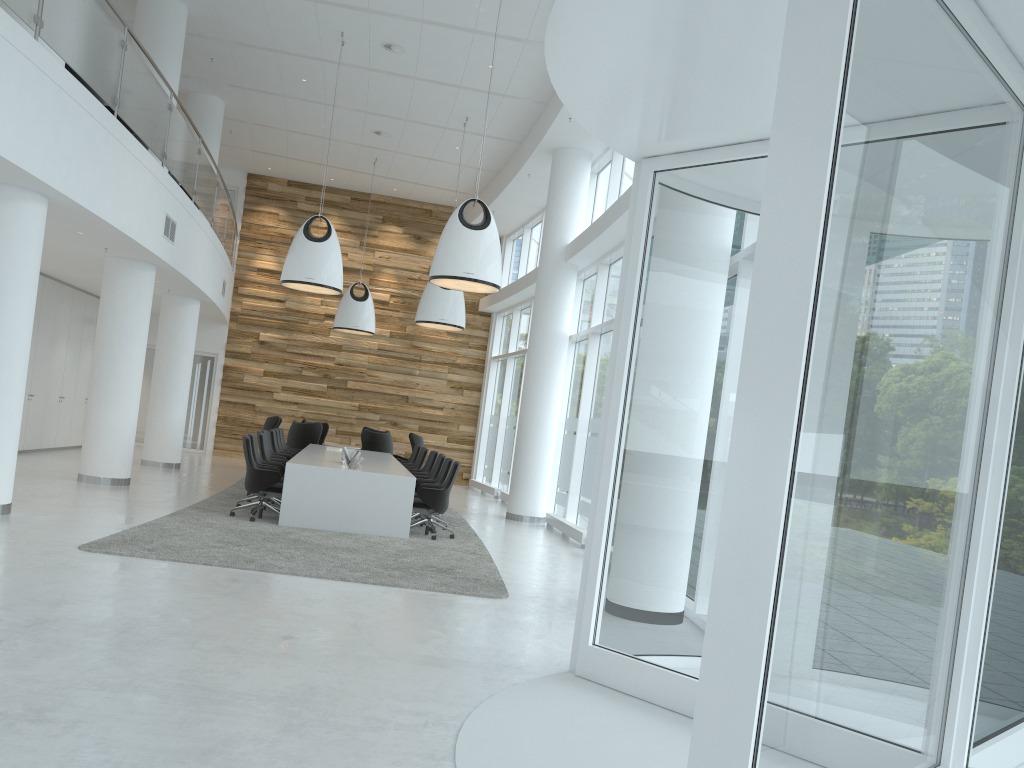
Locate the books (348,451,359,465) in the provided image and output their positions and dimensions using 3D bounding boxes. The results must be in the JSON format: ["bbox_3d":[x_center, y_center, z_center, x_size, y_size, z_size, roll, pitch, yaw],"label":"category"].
[{"bbox_3d":[-2.449,1.144,13.718,0.139,0.229,0.356,7,-2,-10],"label":"books"}]

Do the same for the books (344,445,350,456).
[{"bbox_3d":[-2.996,1.233,16.112,0.153,0.241,0.182,7,-1,-10],"label":"books"}]

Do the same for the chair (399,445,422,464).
[{"bbox_3d":[-2.047,1.589,16.496,0.675,0.966,0.684,8,-1,-16],"label":"chair"}]

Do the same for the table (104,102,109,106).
[{"bbox_3d":[-4.955,-3.044,10.362,0.801,0.754,0.797,8,-1,-20],"label":"table"}]

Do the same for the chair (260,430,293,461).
[{"bbox_3d":[-3.624,1.224,13.684,0.674,0.966,0.685,7,-1,-6],"label":"chair"}]

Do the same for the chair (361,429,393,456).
[{"bbox_3d":[-2.822,1.463,17.668,0.913,1.153,0.918,7,-1,40],"label":"chair"}]

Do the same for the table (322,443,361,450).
[{"bbox_3d":[-3.609,1.637,18.551,0.797,0.696,0.801,7,-2,14],"label":"table"}]

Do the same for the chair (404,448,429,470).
[{"bbox_3d":[-1.751,1.532,14.833,0.675,0.966,0.684,7,-1,-11],"label":"chair"}]

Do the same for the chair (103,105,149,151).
[{"bbox_3d":[-5.050,-3.212,11.232,0.916,1.153,0.915,8,-1,-17],"label":"chair"}]

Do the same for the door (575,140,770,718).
[{"bbox_3d":[2.085,0.316,3.905,2.996,3.111,2.998,7,-1,-1],"label":"door"}]

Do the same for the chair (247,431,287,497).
[{"bbox_3d":[-3.462,1.201,12.916,0.675,0.966,0.684,8,-1,-16],"label":"chair"}]

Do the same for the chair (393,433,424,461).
[{"bbox_3d":[-2.359,1.588,18.817,0.920,1.153,0.911,8,-1,-20],"label":"chair"}]

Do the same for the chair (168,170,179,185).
[{"bbox_3d":[-5.443,-3.147,13.245,0.917,1.153,0.915,8,-1,-22],"label":"chair"}]

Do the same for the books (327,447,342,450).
[{"bbox_3d":[-3.096,1.127,15.470,0.224,0.026,0.264,7,-3,-1],"label":"books"}]

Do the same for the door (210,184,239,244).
[{"bbox_3d":[-7.462,-3.575,20.836,1.807,2.402,0.132,7,1,-8],"label":"door"}]

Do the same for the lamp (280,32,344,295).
[{"bbox_3d":[-2.634,-3.165,12.648,0.880,3.649,0.887,8,1,35],"label":"lamp"}]

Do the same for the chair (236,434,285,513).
[{"bbox_3d":[-3.141,1.156,11.400,0.675,0.966,0.684,7,-1,-11],"label":"chair"}]

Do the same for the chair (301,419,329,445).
[{"bbox_3d":[-4.323,1.371,19.446,0.913,1.153,0.918,7,-1,40],"label":"chair"}]

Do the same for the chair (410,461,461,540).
[{"bbox_3d":[-0.990,1.411,10.994,0.674,0.966,0.685,7,-1,-6],"label":"chair"}]

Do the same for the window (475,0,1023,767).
[{"bbox_3d":[-19.579,-3.382,14.771,62.673,6.142,30.958,6,-4,29],"label":"window"}]

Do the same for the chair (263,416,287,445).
[{"bbox_3d":[-4.715,1.257,18.343,0.920,1.153,0.911,8,-1,-20],"label":"chair"}]

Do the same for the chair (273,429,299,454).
[{"bbox_3d":[-3.862,1.283,15.247,0.675,0.966,0.684,7,-1,-11],"label":"chair"}]

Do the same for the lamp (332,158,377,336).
[{"bbox_3d":[-3.071,-2.887,18.490,0.880,3.649,0.887,8,1,28],"label":"lamp"}]

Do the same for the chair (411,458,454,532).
[{"bbox_3d":[-1.135,1.438,11.794,0.675,0.966,0.684,7,-1,-11],"label":"chair"}]

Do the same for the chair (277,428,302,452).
[{"bbox_3d":[-4.007,1.310,16.047,0.674,0.966,0.685,7,-1,-6],"label":"chair"}]

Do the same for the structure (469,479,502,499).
[{"bbox_3d":[-0.621,2.362,20.014,0.150,0.213,2.685,8,-3,-14],"label":"structure"}]

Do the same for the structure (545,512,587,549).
[{"bbox_3d":[0.816,2.151,13.079,0.150,0.213,2.688,7,-3,-8],"label":"structure"}]

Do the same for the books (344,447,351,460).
[{"bbox_3d":[-2.929,1.230,15.780,0.139,0.223,0.162,7,-1,-10],"label":"books"}]

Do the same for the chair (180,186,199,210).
[{"bbox_3d":[-5.732,-3.088,14.929,0.916,1.153,0.915,8,-1,-20],"label":"chair"}]

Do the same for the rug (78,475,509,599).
[{"bbox_3d":[-2.759,1.837,13.837,3.945,0.010,13.439,8,-3,-10],"label":"rug"}]

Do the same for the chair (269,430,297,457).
[{"bbox_3d":[-3.702,1.258,14.444,0.675,0.966,0.684,7,-1,-11],"label":"chair"}]

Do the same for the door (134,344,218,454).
[{"bbox_3d":[-7.970,0.357,20.883,1.807,2.402,0.132,7,1,-8],"label":"door"}]

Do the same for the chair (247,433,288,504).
[{"bbox_3d":[-3.246,1.189,12.208,0.675,0.966,0.684,7,-1,-11],"label":"chair"}]

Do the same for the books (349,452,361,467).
[{"bbox_3d":[-2.439,1.164,13.740,0.158,0.241,0.352,7,-2,-10],"label":"books"}]

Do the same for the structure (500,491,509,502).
[{"bbox_3d":[0.107,2.280,16.941,0.150,0.213,2.687,7,-3,-12],"label":"structure"}]

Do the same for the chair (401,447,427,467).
[{"bbox_3d":[-1.855,1.565,15.641,0.675,0.966,0.684,7,-1,-11],"label":"chair"}]

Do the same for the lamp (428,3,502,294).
[{"bbox_3d":[-0.336,-2.983,10.636,0.880,3.649,0.887,8,1,35],"label":"lamp"}]

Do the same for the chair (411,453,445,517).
[{"bbox_3d":[-1.373,1.496,13.357,0.674,0.966,0.685,7,-1,-6],"label":"chair"}]

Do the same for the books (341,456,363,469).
[{"bbox_3d":[-2.137,1.100,11.821,0.230,0.275,0.598,7,-3,10],"label":"books"}]

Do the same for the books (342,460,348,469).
[{"bbox_3d":[-2.110,1.085,11.322,0.144,0.226,0.203,7,-1,-11],"label":"books"}]

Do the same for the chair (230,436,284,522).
[{"bbox_3d":[-2.950,1.132,10.546,0.675,0.966,0.684,8,-1,-16],"label":"chair"}]

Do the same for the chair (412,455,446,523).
[{"bbox_3d":[-1.294,1.463,12.597,0.675,0.966,0.684,7,-1,-11],"label":"chair"}]

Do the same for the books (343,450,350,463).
[{"bbox_3d":[-2.611,1.164,14.051,0.154,0.238,0.190,7,-1,-10],"label":"books"}]

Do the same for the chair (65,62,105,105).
[{"bbox_3d":[-4.846,-3.282,9.535,0.916,1.153,0.915,8,-1,-20],"label":"chair"}]

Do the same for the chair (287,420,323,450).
[{"bbox_3d":[-3.980,1.302,17.475,0.912,1.153,0.919,7,-1,10],"label":"chair"}]

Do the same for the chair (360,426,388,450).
[{"bbox_3d":[-3.186,1.530,19.665,0.912,1.153,0.919,7,-1,10],"label":"chair"}]

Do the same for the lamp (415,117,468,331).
[{"bbox_3d":[-1.026,-2.799,15.414,0.880,3.649,0.887,8,1,33],"label":"lamp"}]

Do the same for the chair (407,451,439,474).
[{"bbox_3d":[-1.535,1.519,14.125,0.675,0.966,0.684,8,-1,-16],"label":"chair"}]

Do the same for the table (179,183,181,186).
[{"bbox_3d":[-5.593,-2.915,14.066,0.796,0.754,0.803,7,-2,29],"label":"table"}]

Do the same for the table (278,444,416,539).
[{"bbox_3d":[-2.500,1.479,13.528,1.502,0.739,6.552,8,-3,-10],"label":"table"}]
